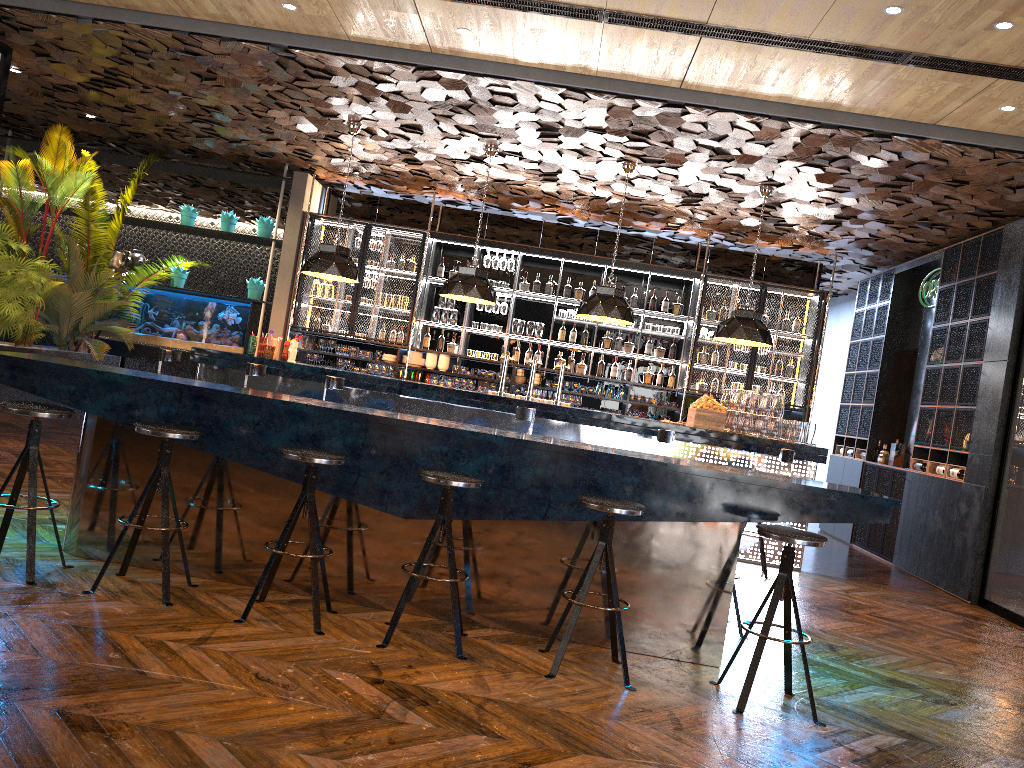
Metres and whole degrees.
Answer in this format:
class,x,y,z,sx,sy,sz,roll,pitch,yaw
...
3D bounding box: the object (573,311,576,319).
class,x,y,z,sx,sy,sz,roll,pitch,yaw
object,0.787,-0.903,11.574,0.089,0.092,0.089,9,0,28

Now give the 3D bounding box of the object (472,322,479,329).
class,x,y,z,sx,sy,sz,roll,pitch,yaw
object,-0.478,-0.757,11.544,0.089,0.092,0.089,9,0,-19

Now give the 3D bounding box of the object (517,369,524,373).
class,x,y,z,sx,sy,sz,roll,pitch,yaw
object,0.108,-0.160,11.378,0.094,0.069,0.106,9,0,9

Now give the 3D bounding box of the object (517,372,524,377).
class,x,y,z,sx,sy,sz,roll,pitch,yaw
object,0.111,-0.114,11.378,0.107,0.070,0.094,9,0,33

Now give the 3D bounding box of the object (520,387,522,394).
class,x,y,z,sx,sy,sz,roll,pitch,yaw
object,0.071,0.147,11.447,0.108,0.227,0.108,9,0,-18

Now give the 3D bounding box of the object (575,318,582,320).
class,x,y,z,sx,sy,sz,roll,pitch,yaw
object,0.861,-0.872,11.451,0.089,0.092,0.089,9,0,-8

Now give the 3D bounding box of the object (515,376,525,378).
class,x,y,z,sx,sy,sz,roll,pitch,yaw
object,0.103,-0.083,11.379,0.149,0.026,0.148,9,0,9

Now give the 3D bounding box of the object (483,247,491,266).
class,x,y,z,sx,sy,sz,roll,pitch,yaw
object,-0.314,-1.651,11.454,0.092,0.244,0.092,9,0,-37

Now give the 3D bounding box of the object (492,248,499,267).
class,x,y,z,sx,sy,sz,roll,pitch,yaw
object,-0.206,-1.634,11.449,0.092,0.244,0.092,9,0,-37

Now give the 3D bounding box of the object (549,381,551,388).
class,x,y,z,sx,sy,sz,roll,pitch,yaw
object,0.481,0.004,11.432,0.058,0.099,0.067,9,0,5

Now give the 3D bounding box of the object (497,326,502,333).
class,x,y,z,sx,sy,sz,roll,pitch,yaw
object,-0.174,-0.708,11.606,0.089,0.092,0.089,9,0,-13

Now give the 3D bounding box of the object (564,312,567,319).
class,x,y,z,sx,sy,sz,roll,pitch,yaw
object,0.677,-0.901,11.591,0.089,0.092,0.089,9,0,-26

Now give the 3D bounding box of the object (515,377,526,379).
class,x,y,z,sx,sy,sz,roll,pitch,yaw
object,0.102,-0.072,11.379,0.149,0.025,0.149,9,0,-35

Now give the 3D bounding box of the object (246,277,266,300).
class,x,y,z,sx,sy,sz,roll,pitch,yaw
object,-3.356,-1.246,11.592,0.265,0.325,0.245,9,0,-4

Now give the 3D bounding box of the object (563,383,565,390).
class,x,y,z,sx,sy,sz,roll,pitch,yaw
object,0.708,0.027,11.534,0.100,0.125,0.100,9,0,16

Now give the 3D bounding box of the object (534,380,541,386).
class,x,y,z,sx,sy,sz,roll,pitch,yaw
object,0.311,-0.009,11.354,0.106,0.067,0.094,9,0,-9

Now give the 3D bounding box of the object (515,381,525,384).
class,x,y,z,sx,sy,sz,roll,pitch,yaw
object,0.094,-0.019,11.379,0.149,0.022,0.149,9,0,-29

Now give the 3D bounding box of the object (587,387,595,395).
class,x,y,z,sx,sy,sz,roll,pitch,yaw
object,1.003,0.087,11.250,0.098,0.097,0.098,9,0,37

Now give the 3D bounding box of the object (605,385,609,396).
class,x,y,z,sx,sy,sz,roll,pitch,yaw
object,1.264,0.092,11.455,0.101,0.172,0.115,9,0,7

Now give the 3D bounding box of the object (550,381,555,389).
class,x,y,z,sx,sy,sz,roll,pitch,yaw
object,0.515,0.009,11.305,0.067,0.099,0.058,9,0,38

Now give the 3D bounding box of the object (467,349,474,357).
class,x,y,z,sx,sy,sz,roll,pitch,yaw
object,-0.537,-0.396,11.476,0.089,0.092,0.089,9,0,-26

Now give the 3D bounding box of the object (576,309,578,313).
class,x,y,z,sx,sy,sz,roll,pitch,yaw
object,0.869,-0.920,11.451,0.089,0.092,0.089,9,0,-2

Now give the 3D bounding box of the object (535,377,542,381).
class,x,y,z,sx,sy,sz,roll,pitch,yaw
object,0.315,-0.054,11.358,0.094,0.069,0.106,9,0,44

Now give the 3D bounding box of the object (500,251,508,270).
class,x,y,z,sx,sy,sz,roll,pitch,yaw
object,-0.101,-1.616,11.609,0.092,0.244,0.092,9,0,-37

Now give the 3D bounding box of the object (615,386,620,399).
class,x,y,z,sx,sy,sz,roll,pitch,yaw
object,1.400,0.114,11.453,0.115,0.172,0.101,9,0,12

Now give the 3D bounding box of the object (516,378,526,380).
class,x,y,z,sx,sy,sz,roll,pitch,yaw
object,0.102,-0.061,11.379,0.149,0.026,0.148,9,0,9

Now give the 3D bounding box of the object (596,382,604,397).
class,x,y,z,sx,sy,sz,roll,pitch,yaw
object,1.119,0.068,11.223,0.115,0.172,0.101,9,0,32

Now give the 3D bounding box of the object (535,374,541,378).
class,x,y,z,sx,sy,sz,roll,pitch,yaw
object,0.319,-0.098,11.347,0.094,0.068,0.106,9,0,3

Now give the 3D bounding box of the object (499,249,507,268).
class,x,y,z,sx,sy,sz,roll,pitch,yaw
object,-0.108,-1.618,11.444,0.092,0.244,0.092,9,0,-37

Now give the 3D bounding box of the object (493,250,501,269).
class,x,y,z,sx,sy,sz,roll,pitch,yaw
object,-0.199,-1.632,11.613,0.092,0.244,0.092,9,0,-37

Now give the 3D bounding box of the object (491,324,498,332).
class,x,y,z,sx,sy,sz,roll,pitch,yaw
object,-0.228,-0.718,11.428,0.089,0.092,0.089,9,0,-13

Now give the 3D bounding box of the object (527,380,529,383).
class,x,y,z,sx,sy,sz,roll,pitch,yaw
object,0.259,-0.016,11.449,0.106,0.067,0.094,9,0,-35

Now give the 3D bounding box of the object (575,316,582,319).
class,x,y,z,sx,sy,sz,roll,pitch,yaw
object,0.865,-0.894,11.451,0.089,0.092,0.089,9,0,-8

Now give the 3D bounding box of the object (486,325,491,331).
class,x,y,z,sx,sy,sz,roll,pitch,yaw
object,-0.292,-0.727,11.604,0.089,0.092,0.089,9,0,34

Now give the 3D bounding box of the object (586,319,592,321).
class,x,y,z,sx,sy,sz,roll,pitch,yaw
object,1.002,-0.850,11.415,0.089,0.092,0.089,9,0,28

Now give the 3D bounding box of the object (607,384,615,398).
class,x,y,z,sx,sy,sz,roll,pitch,yaw
object,1.260,0.090,11.207,0.115,0.172,0.101,9,0,-13

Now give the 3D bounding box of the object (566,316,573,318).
class,x,y,z,sx,sy,sz,roll,pitch,yaw
object,0.745,-0.891,11.418,0.089,0.092,0.089,9,0,-26

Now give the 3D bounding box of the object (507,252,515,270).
class,x,y,z,sx,sy,sz,roll,pitch,yaw
object,-0.006,-1.602,11.439,0.092,0.244,0.092,9,0,-37

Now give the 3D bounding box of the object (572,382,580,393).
class,x,y,z,sx,sy,sz,roll,pitch,yaw
object,0.809,0.042,11.290,0.108,0.126,0.108,9,0,37

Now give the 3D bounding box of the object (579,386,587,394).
class,x,y,z,sx,sy,sz,roll,pitch,yaw
object,0.901,0.071,11.261,0.098,0.097,0.098,9,0,-18

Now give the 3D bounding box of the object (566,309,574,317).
class,x,y,z,sx,sy,sz,roll,pitch,yaw
object,0.749,-0.911,11.419,0.089,0.092,0.089,9,0,44

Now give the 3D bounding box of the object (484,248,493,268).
class,x,y,z,sx,sy,sz,roll,pitch,yaw
object,-0.307,-1.649,11.618,0.092,0.244,0.092,9,0,-37

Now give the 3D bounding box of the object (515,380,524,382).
class,x,y,z,sx,sy,sz,roll,pitch,yaw
object,0.096,-0.029,11.379,0.149,0.023,0.149,9,0,-29

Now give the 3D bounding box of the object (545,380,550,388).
class,x,y,z,sx,sy,sz,roll,pitch,yaw
object,0.454,-0.001,11.269,0.067,0.099,0.058,9,0,-42

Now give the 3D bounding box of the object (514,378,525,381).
class,x,y,z,sx,sy,sz,roll,pitch,yaw
object,0.099,-0.052,11.379,0.149,0.024,0.149,9,0,2

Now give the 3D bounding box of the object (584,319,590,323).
class,x,y,z,sx,sy,sz,roll,pitch,yaw
object,0.985,-0.852,11.556,0.089,0.092,0.089,9,0,-8

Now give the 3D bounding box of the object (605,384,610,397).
class,x,y,z,sx,sy,sz,roll,pitch,yaw
object,1.261,0.091,11.335,0.101,0.172,0.115,9,0,32

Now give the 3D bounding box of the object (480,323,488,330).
class,x,y,z,sx,sy,sz,roll,pitch,yaw
object,-0.366,-0.739,11.495,0.089,0.092,0.089,9,0,-19

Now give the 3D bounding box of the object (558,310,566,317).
class,x,y,z,sx,sy,sz,roll,pitch,yaw
object,0.647,-0.906,11.429,0.089,0.092,0.089,9,0,28

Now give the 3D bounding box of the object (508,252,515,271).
class,x,y,z,sx,sy,sz,roll,pitch,yaw
object,0.001,-1.600,11.604,0.092,0.244,0.092,9,0,-37

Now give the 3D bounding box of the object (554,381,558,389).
class,x,y,z,sx,sy,sz,roll,pitch,yaw
object,0.559,0.016,11.407,0.058,0.099,0.067,9,0,15

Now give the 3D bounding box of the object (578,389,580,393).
class,x,y,z,sx,sy,sz,roll,pitch,yaw
object,0.911,0.074,11.543,0.098,0.097,0.098,9,0,-6

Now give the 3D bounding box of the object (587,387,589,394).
class,x,y,z,sx,sy,sz,roll,pitch,yaw
object,1.005,0.088,11.358,0.098,0.097,0.098,9,0,27

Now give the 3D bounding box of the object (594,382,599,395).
class,x,y,z,sx,sy,sz,roll,pitch,yaw
object,1.120,0.069,11.343,0.115,0.172,0.101,9,0,12

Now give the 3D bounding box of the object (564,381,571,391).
class,x,y,z,sx,sy,sz,roll,pitch,yaw
object,0.699,0.025,11.293,0.100,0.125,0.100,9,0,42

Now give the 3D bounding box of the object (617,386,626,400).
class,x,y,z,sx,sy,sz,roll,pitch,yaw
object,1.391,0.111,11.209,0.101,0.172,0.115,9,0,32

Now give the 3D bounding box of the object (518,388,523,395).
class,x,y,z,sx,sy,sz,roll,pitch,yaw
object,0.078,0.148,11.570,0.108,0.227,0.108,9,0,34

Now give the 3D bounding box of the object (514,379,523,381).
class,x,y,z,sx,sy,sz,roll,pitch,yaw
object,0.098,-0.040,11.379,0.149,0.023,0.149,9,0,-13

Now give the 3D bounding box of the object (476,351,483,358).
class,x,y,z,sx,sy,sz,roll,pitch,yaw
object,-0.420,-0.377,11.457,0.089,0.092,0.089,9,0,-34
